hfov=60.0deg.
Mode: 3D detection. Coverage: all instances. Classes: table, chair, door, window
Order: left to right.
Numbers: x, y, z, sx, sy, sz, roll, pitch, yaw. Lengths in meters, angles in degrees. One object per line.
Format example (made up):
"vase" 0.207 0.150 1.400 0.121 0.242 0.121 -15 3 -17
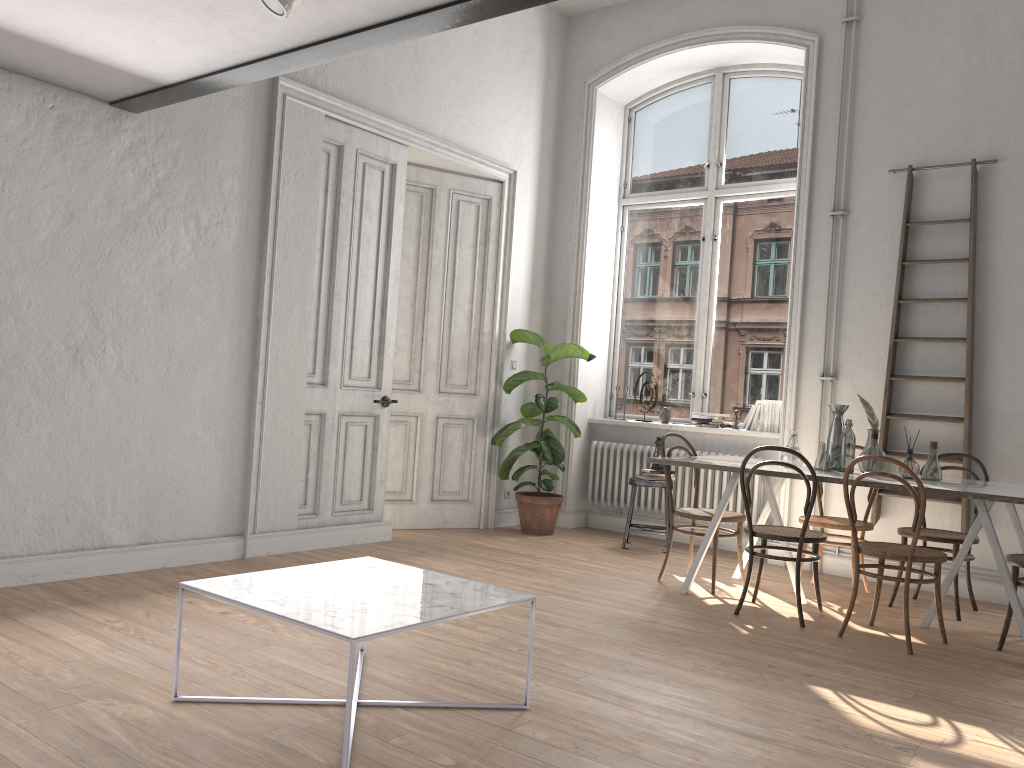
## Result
"door" -1.192 -0.323 5.924 0.216 2.814 1.097 4 0 39
"table" -0.522 0.894 3.017 0.849 0.392 0.849 3 -1 38
"door" -0.614 -0.270 6.945 1.097 2.814 0.216 4 0 -27
"chair" 1.047 0.988 6.767 0.364 0.522 0.360 4 0 11
"chair" 1.185 0.782 5.522 0.438 0.920 0.549 4 -1 -44
"window" 1.651 -1.117 7.385 1.622 2.843 0.013 3 0 38
"chair" 1.458 0.790 4.792 0.437 0.920 0.549 4 -1 33
"chair" 2.037 0.839 5.531 0.437 0.920 0.549 4 -1 36
"table" 1.964 0.895 4.943 2.199 0.780 1.100 3 -1 38
"chair" 1.898 0.814 4.406 0.549 0.920 0.437 4 -1 -41
"chair" 2.538 0.869 5.243 0.437 0.920 0.549 3 -1 45
"chair" 2.709 0.867 4.312 0.438 0.920 0.549 4 -1 -40

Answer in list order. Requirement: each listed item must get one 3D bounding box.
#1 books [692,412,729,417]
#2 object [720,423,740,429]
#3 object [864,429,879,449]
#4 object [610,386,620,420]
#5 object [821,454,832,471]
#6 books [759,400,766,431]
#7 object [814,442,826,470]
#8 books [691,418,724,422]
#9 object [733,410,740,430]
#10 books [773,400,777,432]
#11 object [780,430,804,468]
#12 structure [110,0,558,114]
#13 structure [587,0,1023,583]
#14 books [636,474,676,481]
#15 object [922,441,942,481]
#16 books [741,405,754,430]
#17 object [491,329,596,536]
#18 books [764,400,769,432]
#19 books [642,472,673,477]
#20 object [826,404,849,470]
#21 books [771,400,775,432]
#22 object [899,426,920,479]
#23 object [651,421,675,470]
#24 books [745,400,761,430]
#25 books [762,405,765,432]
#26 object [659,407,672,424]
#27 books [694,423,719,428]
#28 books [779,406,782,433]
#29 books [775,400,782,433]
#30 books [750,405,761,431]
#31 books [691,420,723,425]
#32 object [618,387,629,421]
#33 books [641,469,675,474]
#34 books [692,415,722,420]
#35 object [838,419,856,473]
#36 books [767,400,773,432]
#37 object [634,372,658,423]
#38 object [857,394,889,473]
"books" 1.600 0.245 7.130 0.174 0.019 0.243 5 -1 -42
"object" 1.720 0.329 7.030 0.153 0.048 0.088 4 -1 -12
"object" 2.049 0.384 5.054 0.098 0.255 0.100 4 0 15
"object" 0.908 0.165 7.693 0.095 0.289 0.095 4 0 -21
"object" 1.789 0.447 5.038 0.058 0.094 0.058 4 0 -24
"books" 1.971 0.247 6.880 0.024 0.243 0.175 4 -1 38
"object" 1.801 0.418 5.151 0.083 0.158 0.083 4 -1 33
"books" 1.575 0.290 7.137 0.147 0.023 0.221 4 -1 -36
"object" 1.756 0.279 6.934 0.048 0.153 0.088 4 0 8
"books" 2.058 0.251 6.812 0.024 0.243 0.175 4 -1 38
"object" 1.624 0.375 5.128 0.132 0.219 0.132 4 -1 27
"structure" -0.883 -2.016 1.253 5.925 1.213 4.159 3 -1 38
"structure" 2.801 -0.884 5.968 5.180 4.473 0.340 3 -1 38
"books" 1.099 0.716 6.785 0.246 0.034 0.194 4 -1 -12
"object" 2.301 0.419 4.848 0.101 0.212 0.101 4 0 -13
"books" 1.870 0.263 6.934 0.105 0.194 0.155 4 -1 37
"object" 2.115 0.379 5.397 5.825 1.842 0.792 3 -1 43
"books" 1.990 0.247 6.826 0.024 0.243 0.175 4 -1 38
"books" 1.112 0.691 6.780 0.232 0.029 0.163 4 -1 9
"object" 1.910 0.313 5.215 0.116 0.383 0.116 4 0 -41
"books" 2.039 0.250 6.821 0.019 0.243 0.174 4 -1 38
"object" 2.178 0.376 4.850 0.106 0.283 0.107 4 0 33
"object" 1.155 0.468 6.797 0.163 0.383 0.154 4 0 11
"books" 1.900 0.245 6.907 0.100 0.235 0.174 4 -1 38
"books" 1.977 0.265 6.848 0.020 0.205 0.155 4 -1 38
"object" 1.273 0.257 7.354 0.100 0.142 0.102 4 0 12
"books" 1.568 0.334 7.145 0.147 0.023 0.221 4 -1 -3
"books" 2.079 0.271 6.769 0.020 0.205 0.155 4 -1 38
"books" 2.062 0.251 6.781 0.019 0.243 0.174 4 -1 38
"books" 1.919 0.263 6.893 0.072 0.203 0.155 4 -1 38
"books" 1.572 0.312 7.139 0.155 0.022 0.205 4 -1 -32
"object" 0.965 0.167 7.575 0.095 0.289 0.095 4 0 -30
"books" 1.115 0.669 6.780 0.221 0.027 0.147 4 -1 -20
"books" 1.571 0.269 7.126 0.205 0.020 0.155 3 -1 28
"object" 1.916 0.352 5.066 0.086 0.301 0.086 4 0 23
"books" 2.013 0.248 6.820 0.019 0.243 0.174 4 -1 38
"object" 1.132 0.108 7.476 0.087 0.425 0.347 4 -1 -20
"object" 2.002 0.283 4.892 0.157 0.446 0.156 4 0 -34
